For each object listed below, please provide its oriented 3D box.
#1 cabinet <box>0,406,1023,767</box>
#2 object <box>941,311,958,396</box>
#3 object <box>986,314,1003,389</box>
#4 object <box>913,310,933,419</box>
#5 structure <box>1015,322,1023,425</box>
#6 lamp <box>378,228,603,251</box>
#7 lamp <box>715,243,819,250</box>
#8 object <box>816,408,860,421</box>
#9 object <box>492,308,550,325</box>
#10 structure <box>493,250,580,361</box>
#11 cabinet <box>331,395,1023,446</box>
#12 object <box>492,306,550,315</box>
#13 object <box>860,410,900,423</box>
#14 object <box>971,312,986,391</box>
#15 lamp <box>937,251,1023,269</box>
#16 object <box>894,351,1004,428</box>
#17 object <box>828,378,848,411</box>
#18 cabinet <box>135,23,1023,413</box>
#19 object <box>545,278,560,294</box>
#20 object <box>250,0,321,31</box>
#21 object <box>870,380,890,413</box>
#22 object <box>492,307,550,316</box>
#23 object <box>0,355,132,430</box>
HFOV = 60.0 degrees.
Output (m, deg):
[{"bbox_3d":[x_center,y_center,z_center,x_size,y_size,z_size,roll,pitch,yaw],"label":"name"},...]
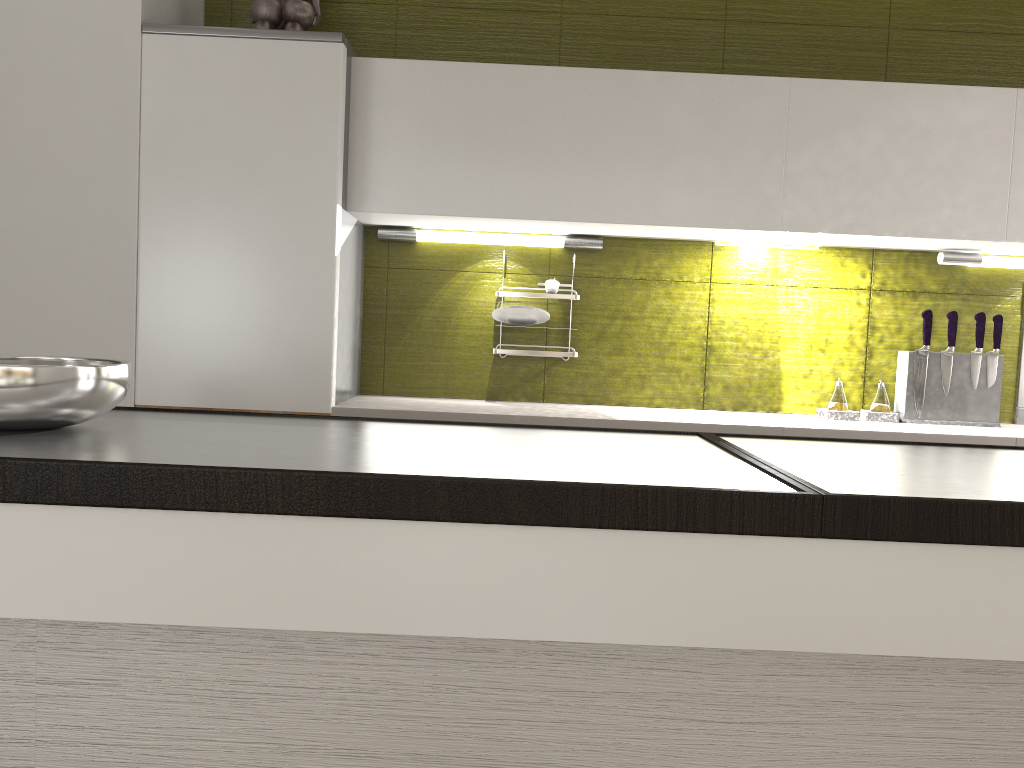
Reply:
[{"bbox_3d":[0.346,0.679,1.432,2.947,1.134,0.663,3,3,0],"label":"cabinet"},{"bbox_3d":[1.342,-0.094,2.730,0.042,0.264,0.013,3,3,0],"label":"object"},{"bbox_3d":[1.482,-0.099,2.731,0.040,0.231,0.013,3,3,0],"label":"object"},{"bbox_3d":[1.261,-0.060,2.732,0.046,0.339,0.013,3,3,0],"label":"object"},{"bbox_3d":[1.981,-0.085,2.873,0.663,0.469,0.015,3,3,0],"label":"structure"},{"bbox_3d":[-0.069,-0.464,2.836,0.715,0.041,0.041,3,3,0],"label":"lamp"},{"bbox_3d":[0.821,-0.444,2.855,0.334,0.008,0.008,3,3,0],"label":"lamp"},{"bbox_3d":[1.017,0.097,2.773,0.107,0.032,0.107,3,3,0],"label":"object"},{"bbox_3d":[0.028,-0.210,2.779,0.181,0.052,0.173,3,3,0],"label":"object"},{"bbox_3d":[0.080,-0.249,2.811,0.266,0.346,0.110,3,3,0],"label":"structure"},{"bbox_3d":[0.947,0.656,2.695,2.940,1.086,0.465,3,3,0],"label":"cabinet"},{"bbox_3d":[0.028,-0.216,2.781,0.181,0.052,0.173,3,3,0],"label":"object"},{"bbox_3d":[1.155,0.102,2.786,0.107,0.032,0.107,3,3,11],"label":"object"},{"bbox_3d":[1.431,-0.100,2.730,0.036,0.243,0.013,3,3,0],"label":"object"},{"bbox_3d":[1.704,-0.383,2.820,0.716,0.041,0.095,3,3,-1],"label":"lamp"},{"bbox_3d":[1.365,0.015,2.778,0.293,0.227,0.107,3,3,0],"label":"object"},{"bbox_3d":[1.020,0.042,2.770,0.059,0.121,0.059,-1,5,-44],"label":"object"},{"bbox_3d":[0.703,0.136,2.786,3.471,2.089,0.724,3,3,0],"label":"cabinet"},{"bbox_3d":[0.127,-0.308,2.818,0.046,0.053,0.051,5,4,31],"label":"object"},{"bbox_3d":[-0.663,-1.207,2.631,0.195,0.488,0.304,2,3,-3],"label":"object"},{"bbox_3d":[1.157,0.047,2.783,0.059,0.121,0.059,0,4,-33],"label":"object"},{"bbox_3d":[0.028,-0.213,2.780,0.181,0.052,0.173,3,3,0],"label":"object"},{"bbox_3d":[-0.768,0.014,1.395,0.311,0.105,0.311,3,3,13],"label":"object"}]
